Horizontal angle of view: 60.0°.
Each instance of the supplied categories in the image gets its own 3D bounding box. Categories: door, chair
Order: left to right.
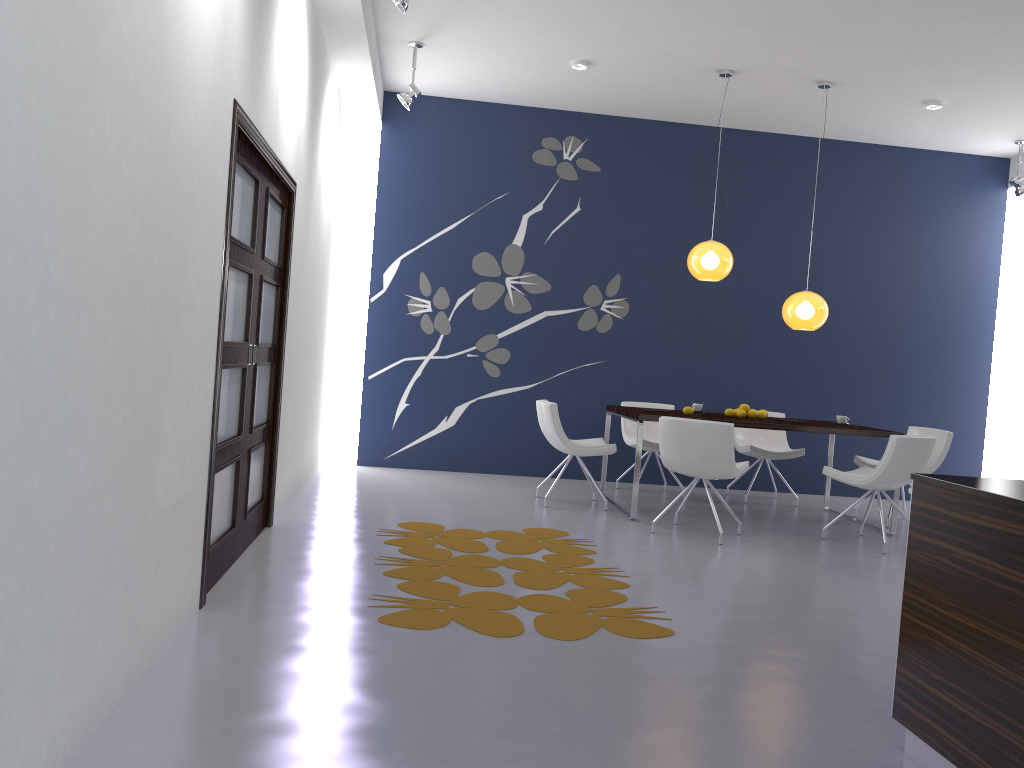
[{"bbox_3d":[-1.380,-0.153,4.434,0.220,2.061,1.764,4,2,-6],"label":"door"},{"bbox_3d":[0.473,0.549,7.033,0.620,0.805,0.508,4,2,-6],"label":"chair"},{"bbox_3d":[1.264,0.584,7.979,0.508,0.805,0.620,4,2,-11],"label":"chair"},{"bbox_3d":[1.301,0.638,6.115,0.508,0.805,0.620,5,2,29],"label":"chair"},{"bbox_3d":[2.295,0.661,8.089,0.508,0.805,0.620,4,2,-6],"label":"chair"},{"bbox_3d":[2.592,0.735,6.242,0.508,0.805,0.620,3,2,-36],"label":"chair"},{"bbox_3d":[3.232,0.754,7.327,0.620,0.805,0.508,4,2,-11],"label":"chair"}]

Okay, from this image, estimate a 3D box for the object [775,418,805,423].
[{"bbox_3d":[2.217,0.293,7.082,0.232,0.020,0.232,5,2,22],"label":"object"}]

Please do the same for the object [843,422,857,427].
[{"bbox_3d":[2.726,0.323,7.151,0.032,0.028,0.155,4,2,-25],"label":"object"}]

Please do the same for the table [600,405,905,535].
[{"bbox_3d":[1.852,0.664,7.129,2.046,0.783,1.127,4,2,-6],"label":"table"}]

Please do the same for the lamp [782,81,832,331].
[{"bbox_3d":[2.426,-1.420,7.120,0.359,1.974,0.358,4,2,-1],"label":"lamp"}]

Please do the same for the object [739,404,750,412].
[{"bbox_3d":[1.859,0.193,7.091,0.083,0.068,0.070,4,2,-2],"label":"object"}]

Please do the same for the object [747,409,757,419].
[{"bbox_3d":[1.913,0.238,7.062,0.076,0.080,0.094,4,2,-5],"label":"object"}]

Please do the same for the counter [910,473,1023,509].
[{"bbox_3d":[2.917,0.622,2.276,3.291,1.300,1.302,4,2,-6],"label":"counter"}]

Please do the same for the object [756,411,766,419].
[{"bbox_3d":[1.997,0.249,7.107,0.083,0.068,0.070,4,2,-2],"label":"object"}]

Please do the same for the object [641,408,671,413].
[{"bbox_3d":[1.132,0.212,6.999,0.232,0.020,0.232,5,2,22],"label":"object"}]

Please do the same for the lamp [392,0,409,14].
[{"bbox_3d":[-0.588,-2.327,4.936,0.185,0.511,0.150,4,2,-6],"label":"lamp"}]

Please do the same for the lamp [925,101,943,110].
[{"bbox_3d":[3.511,-2.317,7.373,0.132,0.035,0.132,6,2,41],"label":"lamp"}]

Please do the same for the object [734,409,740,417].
[{"bbox_3d":[1.813,0.234,7.134,0.070,0.068,0.083,3,2,-37],"label":"object"}]

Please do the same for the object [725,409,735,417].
[{"bbox_3d":[1.740,0.230,7.084,0.083,0.068,0.070,4,2,-2],"label":"object"}]

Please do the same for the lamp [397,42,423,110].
[{"bbox_3d":[-0.794,-2.398,6.924,0.185,0.511,0.150,4,2,-6],"label":"lamp"}]

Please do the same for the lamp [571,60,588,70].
[{"bbox_3d":[0.536,-2.538,7.057,0.132,0.035,0.132,4,2,-6],"label":"lamp"}]

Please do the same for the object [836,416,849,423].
[{"bbox_3d":[2.705,0.295,7.256,0.101,0.064,0.081,5,2,20],"label":"object"}]

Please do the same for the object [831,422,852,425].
[{"bbox_3d":[2.694,0.325,7.260,0.154,0.020,0.154,6,2,40],"label":"object"}]

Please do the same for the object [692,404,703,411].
[{"bbox_3d":[1.560,0.200,7.466,0.081,0.064,0.101,5,2,19],"label":"object"}]

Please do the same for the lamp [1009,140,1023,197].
[{"bbox_3d":[4.764,-2.006,8.292,0.185,0.511,0.150,4,2,-6],"label":"lamp"}]

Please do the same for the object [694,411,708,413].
[{"bbox_3d":[1.561,0.231,7.477,0.154,0.020,0.154,6,2,39],"label":"object"}]

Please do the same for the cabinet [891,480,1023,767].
[{"bbox_3d":[2.900,0.845,2.293,3.285,0.852,1.377,4,2,-6],"label":"cabinet"}]

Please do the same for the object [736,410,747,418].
[{"bbox_3d":[1.822,0.237,7.050,0.070,0.068,0.083,3,2,-37],"label":"object"}]

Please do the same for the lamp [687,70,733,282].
[{"bbox_3d":[1.626,-1.644,7.027,0.358,1.645,0.359,5,2,5],"label":"lamp"}]

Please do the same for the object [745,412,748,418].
[{"bbox_3d":[1.895,0.239,7.144,0.081,0.071,0.069,4,2,-29],"label":"object"}]

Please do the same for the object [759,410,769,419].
[{"bbox_3d":[2.030,0.245,7.185,0.079,0.077,0.094,3,2,-32],"label":"object"}]

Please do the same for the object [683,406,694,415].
[{"bbox_3d":[1.358,0.207,6.832,0.083,0.068,0.070,4,2,-2],"label":"object"}]
